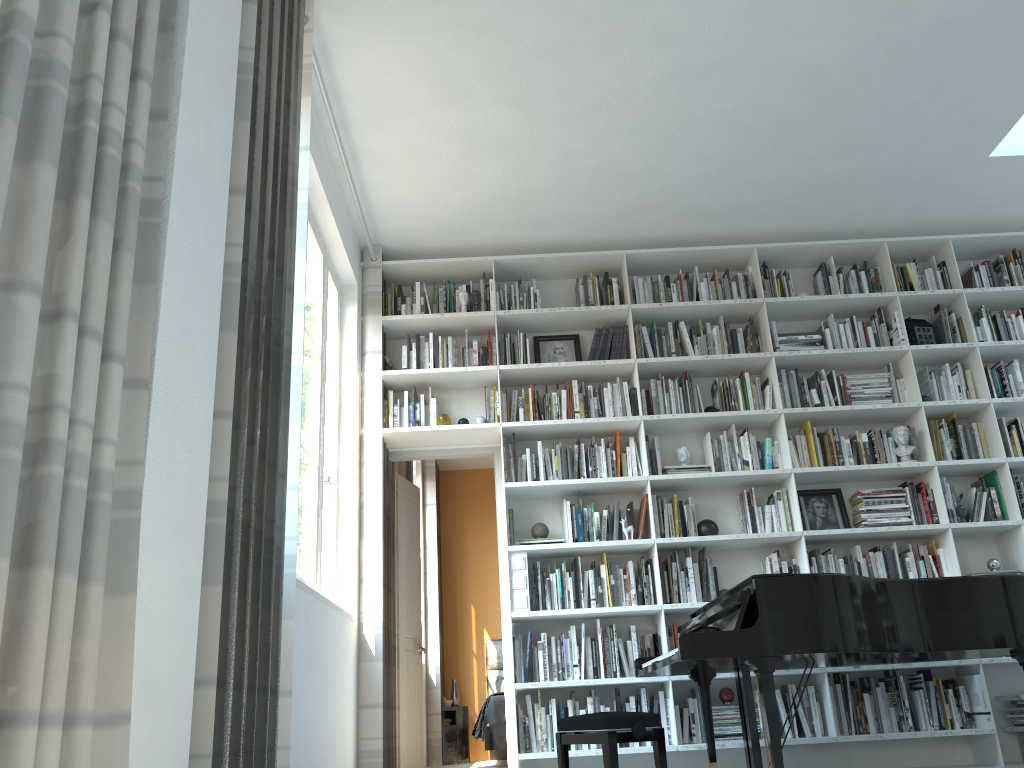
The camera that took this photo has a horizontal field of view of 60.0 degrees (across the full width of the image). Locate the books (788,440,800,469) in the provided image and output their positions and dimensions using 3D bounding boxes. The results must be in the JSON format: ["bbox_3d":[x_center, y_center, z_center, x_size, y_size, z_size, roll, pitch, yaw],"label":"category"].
[{"bbox_3d":[1.690,0.463,5.381,0.053,0.208,0.157,-3,-21,-1],"label":"books"}]

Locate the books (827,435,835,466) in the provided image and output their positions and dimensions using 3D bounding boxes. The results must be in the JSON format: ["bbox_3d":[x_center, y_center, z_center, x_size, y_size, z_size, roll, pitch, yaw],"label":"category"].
[{"bbox_3d":[1.920,0.444,5.402,0.025,0.235,0.137,-3,-21,-1],"label":"books"}]

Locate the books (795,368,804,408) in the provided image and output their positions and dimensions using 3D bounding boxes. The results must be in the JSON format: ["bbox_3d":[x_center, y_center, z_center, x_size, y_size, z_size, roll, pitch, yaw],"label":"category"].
[{"bbox_3d":[1.773,0.075,5.533,0.011,0.299,0.180,-3,-21,-1],"label":"books"}]

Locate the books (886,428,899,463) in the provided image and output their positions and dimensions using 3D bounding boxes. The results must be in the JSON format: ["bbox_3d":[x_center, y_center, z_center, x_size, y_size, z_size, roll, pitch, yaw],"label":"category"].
[{"bbox_3d":[2.317,0.415,5.419,0.014,0.262,0.135,-3,-21,-1],"label":"books"}]

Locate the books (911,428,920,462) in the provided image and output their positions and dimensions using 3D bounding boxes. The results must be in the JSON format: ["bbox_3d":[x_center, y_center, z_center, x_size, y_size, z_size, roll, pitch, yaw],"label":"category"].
[{"bbox_3d":[2.446,0.409,5.425,0.023,0.263,0.107,-3,-21,-1],"label":"books"}]

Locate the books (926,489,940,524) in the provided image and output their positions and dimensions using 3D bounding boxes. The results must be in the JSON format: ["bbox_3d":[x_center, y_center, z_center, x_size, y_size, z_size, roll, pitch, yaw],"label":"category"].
[{"bbox_3d":[2.460,0.757,5.261,0.034,0.228,0.200,-3,-21,-1],"label":"books"}]

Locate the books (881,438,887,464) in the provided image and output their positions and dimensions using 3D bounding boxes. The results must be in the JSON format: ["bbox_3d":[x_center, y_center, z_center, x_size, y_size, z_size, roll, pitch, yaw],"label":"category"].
[{"bbox_3d":[2.243,0.445,5.408,0.022,0.206,0.114,-3,-21,-1],"label":"books"}]

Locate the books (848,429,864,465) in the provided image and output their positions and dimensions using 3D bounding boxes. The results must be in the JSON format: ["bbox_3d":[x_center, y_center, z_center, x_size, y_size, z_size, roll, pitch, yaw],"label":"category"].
[{"bbox_3d":[2.095,0.424,5.405,0.014,0.257,0.162,-3,-21,-1],"label":"books"}]

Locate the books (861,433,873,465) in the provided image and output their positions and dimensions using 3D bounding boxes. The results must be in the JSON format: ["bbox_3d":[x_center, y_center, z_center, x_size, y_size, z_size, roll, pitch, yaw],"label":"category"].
[{"bbox_3d":[2.127,0.433,5.386,0.029,0.223,0.186,-3,-21,-1],"label":"books"}]

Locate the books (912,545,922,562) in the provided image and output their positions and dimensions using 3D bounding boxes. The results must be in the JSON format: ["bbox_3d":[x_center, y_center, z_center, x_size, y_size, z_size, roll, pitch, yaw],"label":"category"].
[{"bbox_3d":[2.366,1.090,5.173,0.010,0.283,0.132,-3,-21,-1],"label":"books"}]

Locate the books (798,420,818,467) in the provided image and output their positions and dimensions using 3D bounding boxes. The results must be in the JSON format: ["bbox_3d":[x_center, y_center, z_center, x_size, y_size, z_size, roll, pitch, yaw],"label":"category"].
[{"bbox_3d":[1.799,0.401,5.386,0.014,0.316,0.188,-3,-21,-1],"label":"books"}]

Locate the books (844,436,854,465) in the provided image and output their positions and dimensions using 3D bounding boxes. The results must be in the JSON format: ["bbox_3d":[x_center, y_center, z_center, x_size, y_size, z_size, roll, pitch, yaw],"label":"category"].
[{"bbox_3d":[2.024,0.447,5.394,0.030,0.214,0.169,-3,-21,-1],"label":"books"}]

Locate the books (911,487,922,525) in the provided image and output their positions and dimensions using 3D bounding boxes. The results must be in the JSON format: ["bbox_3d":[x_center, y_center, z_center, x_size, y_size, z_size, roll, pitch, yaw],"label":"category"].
[{"bbox_3d":[2.381,0.757,5.286,0.013,0.255,0.163,-3,-21,-1],"label":"books"}]

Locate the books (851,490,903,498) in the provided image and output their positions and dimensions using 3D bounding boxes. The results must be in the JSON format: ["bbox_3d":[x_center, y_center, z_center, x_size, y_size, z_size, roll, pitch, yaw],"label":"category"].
[{"bbox_3d":[2.185,0.664,5.316,0.254,0.012,0.161,-2,-21,-4],"label":"books"}]

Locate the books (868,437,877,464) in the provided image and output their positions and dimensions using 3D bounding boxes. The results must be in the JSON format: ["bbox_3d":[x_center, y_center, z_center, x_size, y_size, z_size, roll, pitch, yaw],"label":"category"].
[{"bbox_3d":[2.156,0.443,5.384,0.029,0.199,0.179,-3,-21,-1],"label":"books"}]

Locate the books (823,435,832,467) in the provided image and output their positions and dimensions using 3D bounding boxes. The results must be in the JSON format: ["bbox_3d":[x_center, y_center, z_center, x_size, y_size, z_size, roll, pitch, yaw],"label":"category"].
[{"bbox_3d":[1.901,0.446,5.393,0.012,0.227,0.170,-3,-21,-1],"label":"books"}]

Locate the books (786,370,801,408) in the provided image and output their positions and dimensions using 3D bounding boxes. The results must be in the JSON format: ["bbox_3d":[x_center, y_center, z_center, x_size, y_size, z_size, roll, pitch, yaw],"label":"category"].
[{"bbox_3d":[1.753,0.081,5.539,0.029,0.294,0.151,-3,-21,-1],"label":"books"}]

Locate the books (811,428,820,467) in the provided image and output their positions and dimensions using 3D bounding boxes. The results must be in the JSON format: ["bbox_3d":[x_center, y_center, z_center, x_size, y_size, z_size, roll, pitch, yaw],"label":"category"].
[{"bbox_3d":[1.815,0.424,5.377,0.015,0.265,0.190,-3,-21,-1],"label":"books"}]

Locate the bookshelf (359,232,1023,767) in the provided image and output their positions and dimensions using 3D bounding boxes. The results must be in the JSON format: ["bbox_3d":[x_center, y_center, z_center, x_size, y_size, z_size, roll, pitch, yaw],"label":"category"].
[{"bbox_3d":[2.260,0.600,5.275,6.296,3.129,0.331,-3,-20,-1],"label":"bookshelf"}]

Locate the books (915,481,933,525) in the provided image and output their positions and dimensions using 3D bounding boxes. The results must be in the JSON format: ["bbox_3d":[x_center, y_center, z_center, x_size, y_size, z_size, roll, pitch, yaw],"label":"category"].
[{"bbox_3d":[2.436,0.738,5.279,0.011,0.278,0.186,-3,-21,-1],"label":"books"}]

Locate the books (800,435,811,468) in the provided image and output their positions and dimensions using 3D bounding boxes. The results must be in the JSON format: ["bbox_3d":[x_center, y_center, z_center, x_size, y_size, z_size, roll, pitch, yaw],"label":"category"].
[{"bbox_3d":[1.769,0.450,5.401,0.029,0.239,0.156,-3,-21,-1],"label":"books"}]

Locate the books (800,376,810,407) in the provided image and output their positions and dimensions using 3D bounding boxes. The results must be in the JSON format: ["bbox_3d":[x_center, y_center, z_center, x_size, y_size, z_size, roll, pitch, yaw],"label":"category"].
[{"bbox_3d":[1.811,0.096,5.524,0.014,0.249,0.173,-3,-21,-1],"label":"books"}]

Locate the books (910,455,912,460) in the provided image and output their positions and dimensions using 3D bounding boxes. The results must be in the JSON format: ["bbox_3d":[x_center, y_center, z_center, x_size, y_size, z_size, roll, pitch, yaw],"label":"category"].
[{"bbox_3d":[2.394,0.404,5.424,0.025,0.278,0.108,-3,-21,-1],"label":"books"}]

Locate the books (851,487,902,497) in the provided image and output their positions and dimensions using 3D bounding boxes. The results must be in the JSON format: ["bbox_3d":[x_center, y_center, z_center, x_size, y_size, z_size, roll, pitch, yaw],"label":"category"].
[{"bbox_3d":[2.184,0.652,5.318,0.254,0.012,0.161,-4,-21,3],"label":"books"}]

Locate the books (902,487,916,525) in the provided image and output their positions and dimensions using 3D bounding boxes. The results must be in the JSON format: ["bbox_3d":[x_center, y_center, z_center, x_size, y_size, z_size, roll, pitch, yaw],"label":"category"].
[{"bbox_3d":[2.346,0.756,5.278,0.012,0.253,0.161,-3,-21,-1],"label":"books"}]

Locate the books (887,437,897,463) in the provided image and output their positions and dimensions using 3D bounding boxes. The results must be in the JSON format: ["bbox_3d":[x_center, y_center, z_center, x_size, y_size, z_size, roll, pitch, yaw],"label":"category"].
[{"bbox_3d":[2.295,0.442,5.400,0.035,0.200,0.150,-3,-21,-1],"label":"books"}]

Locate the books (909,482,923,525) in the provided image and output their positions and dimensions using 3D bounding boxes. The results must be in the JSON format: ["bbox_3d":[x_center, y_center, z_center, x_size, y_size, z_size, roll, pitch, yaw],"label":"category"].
[{"bbox_3d":[2.392,0.741,5.291,0.011,0.287,0.152,-3,-21,-1],"label":"books"}]

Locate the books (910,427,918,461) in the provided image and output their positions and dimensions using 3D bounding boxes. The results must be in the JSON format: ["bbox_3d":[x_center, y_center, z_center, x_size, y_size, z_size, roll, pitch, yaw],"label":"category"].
[{"bbox_3d":[2.428,0.409,5.417,0.014,0.260,0.137,-3,-21,-1],"label":"books"}]

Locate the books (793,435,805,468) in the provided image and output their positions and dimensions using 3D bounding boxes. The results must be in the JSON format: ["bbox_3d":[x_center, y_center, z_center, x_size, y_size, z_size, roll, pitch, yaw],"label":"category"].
[{"bbox_3d":[1.742,0.450,5.408,0.026,0.247,0.139,-3,-21,-1],"label":"books"}]

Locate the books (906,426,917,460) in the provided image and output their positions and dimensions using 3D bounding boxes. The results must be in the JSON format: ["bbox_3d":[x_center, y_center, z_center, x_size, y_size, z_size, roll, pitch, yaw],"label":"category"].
[{"bbox_3d":[2.414,0.403,5.407,0.014,0.265,0.154,-3,-21,-1],"label":"books"}]

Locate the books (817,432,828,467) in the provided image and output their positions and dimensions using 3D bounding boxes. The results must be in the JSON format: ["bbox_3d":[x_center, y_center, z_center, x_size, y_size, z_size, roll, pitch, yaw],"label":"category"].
[{"bbox_3d":[1.881,0.440,5.418,0.028,0.258,0.135,-3,-21,-1],"label":"books"}]

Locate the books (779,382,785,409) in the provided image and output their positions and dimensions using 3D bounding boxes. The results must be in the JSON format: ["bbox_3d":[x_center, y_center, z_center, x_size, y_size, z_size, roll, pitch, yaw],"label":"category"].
[{"bbox_3d":[1.662,0.119,5.533,0.027,0.227,0.148,-3,-21,-1],"label":"books"}]

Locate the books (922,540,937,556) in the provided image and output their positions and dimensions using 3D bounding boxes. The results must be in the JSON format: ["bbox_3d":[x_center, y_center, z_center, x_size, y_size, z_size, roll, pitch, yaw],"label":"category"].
[{"bbox_3d":[2.455,1.075,5.169,0.011,0.299,0.150,-3,-21,-1],"label":"books"}]

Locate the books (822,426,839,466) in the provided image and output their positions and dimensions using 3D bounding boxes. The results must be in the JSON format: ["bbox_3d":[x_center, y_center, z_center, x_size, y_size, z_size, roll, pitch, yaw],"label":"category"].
[{"bbox_3d":[1.938,0.419,5.404,0.013,0.282,0.177,-3,-21,-1],"label":"books"}]

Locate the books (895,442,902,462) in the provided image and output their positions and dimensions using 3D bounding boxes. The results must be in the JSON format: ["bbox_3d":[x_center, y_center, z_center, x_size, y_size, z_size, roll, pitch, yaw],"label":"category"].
[{"bbox_3d":[2.332,0.439,5.405,0.012,0.205,0.146,-3,-21,-1],"label":"books"}]

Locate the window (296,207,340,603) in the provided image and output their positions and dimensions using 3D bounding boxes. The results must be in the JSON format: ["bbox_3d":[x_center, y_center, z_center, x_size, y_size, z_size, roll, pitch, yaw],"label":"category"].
[{"bbox_3d":[-0.995,-0.030,4.177,0.073,2.001,1.991,-3,-21,-1],"label":"window"}]

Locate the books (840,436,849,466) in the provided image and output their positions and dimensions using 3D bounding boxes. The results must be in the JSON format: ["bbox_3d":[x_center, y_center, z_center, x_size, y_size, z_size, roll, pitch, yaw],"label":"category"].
[{"bbox_3d":[1.997,0.447,5.393,0.024,0.215,0.176,-3,-21,-1],"label":"books"}]

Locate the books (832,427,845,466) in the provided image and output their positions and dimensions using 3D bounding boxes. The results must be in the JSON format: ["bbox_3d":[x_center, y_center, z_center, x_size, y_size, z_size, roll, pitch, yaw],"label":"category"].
[{"bbox_3d":[1.958,0.420,5.388,0.028,0.266,0.190,-3,-21,-1],"label":"books"}]

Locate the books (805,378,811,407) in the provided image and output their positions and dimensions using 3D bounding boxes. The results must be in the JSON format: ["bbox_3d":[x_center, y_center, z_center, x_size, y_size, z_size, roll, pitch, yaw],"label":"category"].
[{"bbox_3d":[1.824,0.101,5.523,0.011,0.238,0.148,-3,-21,-1],"label":"books"}]

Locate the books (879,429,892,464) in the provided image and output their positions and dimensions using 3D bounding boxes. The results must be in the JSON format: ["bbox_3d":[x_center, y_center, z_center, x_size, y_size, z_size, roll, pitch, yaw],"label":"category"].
[{"bbox_3d":[2.264,0.417,5.412,0.024,0.258,0.127,-3,-21,-1],"label":"books"}]

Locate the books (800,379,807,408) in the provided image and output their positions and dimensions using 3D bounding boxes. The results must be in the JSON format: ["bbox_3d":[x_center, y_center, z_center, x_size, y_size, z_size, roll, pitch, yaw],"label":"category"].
[{"bbox_3d":[1.798,0.106,5.524,0.014,0.232,0.147,-3,-21,-1],"label":"books"}]

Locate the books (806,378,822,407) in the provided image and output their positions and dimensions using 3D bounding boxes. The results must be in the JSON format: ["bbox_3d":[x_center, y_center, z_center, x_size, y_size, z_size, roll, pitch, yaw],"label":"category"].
[{"bbox_3d":[1.863,0.098,5.518,0.066,0.235,0.154,-3,-21,-1],"label":"books"}]

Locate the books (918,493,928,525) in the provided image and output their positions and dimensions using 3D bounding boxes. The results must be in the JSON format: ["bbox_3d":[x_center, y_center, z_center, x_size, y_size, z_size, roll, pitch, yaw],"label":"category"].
[{"bbox_3d":[2.422,0.774,5.284,0.021,0.216,0.132,-3,-21,-1],"label":"books"}]

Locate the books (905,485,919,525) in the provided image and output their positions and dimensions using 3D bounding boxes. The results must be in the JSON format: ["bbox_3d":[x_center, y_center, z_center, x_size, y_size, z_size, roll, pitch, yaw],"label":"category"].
[{"bbox_3d":[2.358,0.752,5.276,0.011,0.259,0.185,-3,-21,-1],"label":"books"}]

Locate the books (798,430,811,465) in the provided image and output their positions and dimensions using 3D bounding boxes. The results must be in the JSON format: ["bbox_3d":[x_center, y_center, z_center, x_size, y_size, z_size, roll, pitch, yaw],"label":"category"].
[{"bbox_3d":[1.788,0.433,5.421,0.010,0.282,0.137,-3,-21,-1],"label":"books"}]

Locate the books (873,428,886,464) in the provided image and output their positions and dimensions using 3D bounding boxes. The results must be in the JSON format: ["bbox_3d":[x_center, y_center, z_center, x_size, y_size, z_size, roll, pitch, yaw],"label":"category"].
[{"bbox_3d":[2.218,0.416,5.401,0.025,0.257,0.151,-3,-21,-1],"label":"books"}]

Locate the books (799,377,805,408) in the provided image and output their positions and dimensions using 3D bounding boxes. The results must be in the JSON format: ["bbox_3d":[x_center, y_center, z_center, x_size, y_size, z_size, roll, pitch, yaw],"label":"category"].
[{"bbox_3d":[1.785,0.098,5.527,0.011,0.251,0.153,-3,-21,-1],"label":"books"}]

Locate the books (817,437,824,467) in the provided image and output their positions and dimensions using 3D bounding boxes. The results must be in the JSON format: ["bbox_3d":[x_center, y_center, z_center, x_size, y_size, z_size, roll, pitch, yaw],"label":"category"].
[{"bbox_3d":[1.855,0.453,5.406,0.024,0.227,0.148,-3,-21,-1],"label":"books"}]

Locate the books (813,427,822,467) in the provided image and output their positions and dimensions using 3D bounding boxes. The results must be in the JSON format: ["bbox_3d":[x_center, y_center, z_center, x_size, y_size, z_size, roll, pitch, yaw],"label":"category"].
[{"bbox_3d":[1.837,0.422,5.393,0.010,0.279,0.171,-3,-21,-1],"label":"books"}]

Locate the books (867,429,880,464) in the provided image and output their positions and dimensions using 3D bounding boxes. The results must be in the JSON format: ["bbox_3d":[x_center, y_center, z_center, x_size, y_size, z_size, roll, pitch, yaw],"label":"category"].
[{"bbox_3d":[2.176,0.418,5.382,0.012,0.244,0.186,-3,-21,-1],"label":"books"}]

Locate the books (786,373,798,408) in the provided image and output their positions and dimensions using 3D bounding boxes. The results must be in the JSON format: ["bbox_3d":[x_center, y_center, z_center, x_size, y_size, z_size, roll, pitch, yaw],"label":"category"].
[{"bbox_3d":[1.727,0.090,5.517,0.025,0.265,0.186,-3,-21,-1],"label":"books"}]

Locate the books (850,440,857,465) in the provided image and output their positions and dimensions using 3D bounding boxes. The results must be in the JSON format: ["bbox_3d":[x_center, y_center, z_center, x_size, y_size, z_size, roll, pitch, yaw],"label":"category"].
[{"bbox_3d":[2.064,0.457,5.403,0.050,0.198,0.146,-3,-21,-1],"label":"books"}]

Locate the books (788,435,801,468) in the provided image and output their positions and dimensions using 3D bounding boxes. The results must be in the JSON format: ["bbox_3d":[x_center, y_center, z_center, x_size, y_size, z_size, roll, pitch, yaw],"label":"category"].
[{"bbox_3d":[1.707,0.451,5.398,0.042,0.241,0.163,-3,-21,-1],"label":"books"}]

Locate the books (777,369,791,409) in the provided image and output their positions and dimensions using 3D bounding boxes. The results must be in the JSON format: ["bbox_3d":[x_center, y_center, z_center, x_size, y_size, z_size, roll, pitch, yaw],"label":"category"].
[{"bbox_3d":[1.687,0.080,5.529,0.026,0.296,0.180,-3,-21,-1],"label":"books"}]

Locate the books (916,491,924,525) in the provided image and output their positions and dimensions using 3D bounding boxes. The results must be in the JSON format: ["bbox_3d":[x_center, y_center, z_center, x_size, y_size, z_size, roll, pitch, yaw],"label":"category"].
[{"bbox_3d":[2.405,0.769,5.288,0.013,0.231,0.135,-3,-21,-1],"label":"books"}]

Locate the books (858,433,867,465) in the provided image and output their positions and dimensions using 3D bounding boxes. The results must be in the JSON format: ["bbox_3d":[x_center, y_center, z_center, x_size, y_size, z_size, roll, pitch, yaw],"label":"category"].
[{"bbox_3d":[2.107,0.433,5.397,0.010,0.233,0.175,-3,-21,-1],"label":"books"}]
